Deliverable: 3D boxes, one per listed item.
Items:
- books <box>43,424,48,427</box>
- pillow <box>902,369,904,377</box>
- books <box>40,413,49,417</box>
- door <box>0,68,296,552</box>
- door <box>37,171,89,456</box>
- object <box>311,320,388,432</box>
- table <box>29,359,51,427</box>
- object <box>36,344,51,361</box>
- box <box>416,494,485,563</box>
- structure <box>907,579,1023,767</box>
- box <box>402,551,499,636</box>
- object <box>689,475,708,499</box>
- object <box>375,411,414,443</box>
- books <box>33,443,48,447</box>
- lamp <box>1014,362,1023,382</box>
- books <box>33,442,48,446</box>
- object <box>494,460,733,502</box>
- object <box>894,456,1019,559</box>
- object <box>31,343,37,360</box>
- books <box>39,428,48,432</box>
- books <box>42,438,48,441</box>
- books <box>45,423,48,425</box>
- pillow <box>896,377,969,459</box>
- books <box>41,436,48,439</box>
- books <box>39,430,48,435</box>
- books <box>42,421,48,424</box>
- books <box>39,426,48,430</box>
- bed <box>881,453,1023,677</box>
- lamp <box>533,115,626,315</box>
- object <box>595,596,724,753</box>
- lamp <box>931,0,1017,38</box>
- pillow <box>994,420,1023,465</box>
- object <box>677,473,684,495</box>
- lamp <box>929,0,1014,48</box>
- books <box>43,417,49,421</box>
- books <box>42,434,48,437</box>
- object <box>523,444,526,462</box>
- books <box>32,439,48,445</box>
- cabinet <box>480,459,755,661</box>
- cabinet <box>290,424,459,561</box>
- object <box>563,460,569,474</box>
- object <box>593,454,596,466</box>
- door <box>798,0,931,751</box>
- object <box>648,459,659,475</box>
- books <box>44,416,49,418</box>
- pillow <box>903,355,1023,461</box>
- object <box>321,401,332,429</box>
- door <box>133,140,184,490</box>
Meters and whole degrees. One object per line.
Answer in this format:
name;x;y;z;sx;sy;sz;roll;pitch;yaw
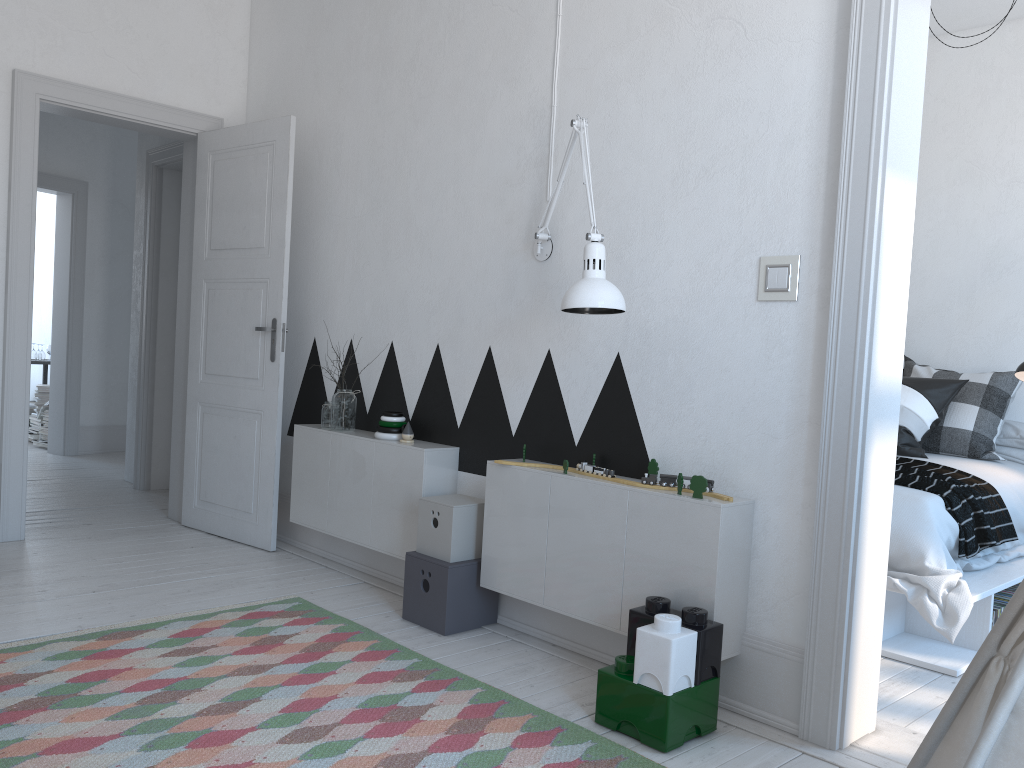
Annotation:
books;-3.785;0.357;7.440;0.263;0.017;0.167;5;2;36
pillow;1.907;0.106;5.052;0.443;0.456;0.684;1;3;-42
books;-3.790;0.265;7.446;0.330;0.025;0.176;5;2;36
door;-1.763;-0.318;4.231;1.022;2.178;1.040;1;3;-44
door;-4.030;-0.539;6.839;0.856;2.178;1.005;5;3;31
object;-0.781;-0.035;3.944;0.406;0.484;0.258;5;3;44
table;-4.477;0.125;8.101;0.602;0.703;0.637;1;3;-44
object;-4.284;-0.288;8.130;0.156;0.145;0.199;2;2;-30
box;-0.211;0.534;3.313;0.202;0.206;0.199;1;3;-44
structure;1.097;0.167;1.248;1.143;1.750;1.143;4;2;22
box;-0.226;0.766;3.310;0.254;0.259;0.250;1;3;-44
object;0.539;0.297;2.561;0.054;0.067;0.009;5;3;37
object;-0.468;0.178;3.704;0.231;0.113;0.148;5;3;35
books;-3.817;0.511;7.430;0.314;0.014;0.232;5;2;35
lamp;2.644;-0.313;4.211;0.687;0.670;0.200;2;3;-35
books;-3.813;0.497;7.426;0.308;0.014;0.232;5;2;33
object;0.317;0.284;2.858;0.902;0.047;0.111;5;3;40
object;1.209;0.454;4.210;0.619;0.322;2.047;1;3;-44
object;-4.421;-0.295;8.009;0.165;0.154;0.210;5;3;35
books;-3.810;0.388;7.441;0.288;0.016;0.182;5;2;36
books;-3.799;0.469;7.467;0.288;0.016;0.182;5;2;36
books;-3.784;0.342;7.450;0.254;0.012;0.161;5;2;36
pillow;1.915;0.133;4.597;0.434;0.420;0.684;2;3;-36
books;-3.799;0.454;7.454;0.288;0.016;0.182;5;2;36
books;-3.821;0.410;7.450;0.295;0.028;0.180;5;2;36
books;-3.796;0.329;7.451;0.285;0.012;0.159;5;2;36
books;-3.801;0.373;7.434;0.288;0.016;0.182;5;2;36
bed;1.516;0.631;4.534;2.291;0.623;2.283;1;3;-44
lamp;0.227;-0.554;2.946;0.200;0.656;0.651;3;2;-11
object;0.408;0.783;2.456;0.246;0.332;0.246;1;3;-44
lamp;2.396;-1.141;3.746;0.074;1.530;1.381;1;3;-39
pillow;2.224;0.270;5.131;0.458;0.261;1.649;1;3;-44
object;0.496;0.294;2.614;0.007;0.063;0.029;3;2;-17
lamp;2.436;-1.143;3.880;0.074;1.530;1.381;1;3;-39
books;-3.787;0.301;7.450;0.273;0.021;0.174;5;2;36
books;-3.797;0.435;7.452;0.273;0.021;0.174;5;2;36
object;0.045;0.248;3.185;0.007;0.063;0.029;4;2;8
books;-3.819;0.484;7.420;0.312;0.012;0.251;5;2;36
cabinet;0.300;0.533;2.892;0.183;0.454;0.970;1;3;-44
cabinet;-0.621;0.447;3.840;0.183;0.454;0.970;1;3;-44
object;0.178;0.274;2.933;0.006;0.046;0.037;3;2;-18
object;0.278;0.268;3.004;0.007;0.063;0.029;4;2;8
door;1.477;-0.055;2.017;1.465;2.178;0.505;5;3;30
object;0.446;0.276;2.802;0.037;0.081;0.009;5;3;39
books;-3.781;0.284;7.439;0.254;0.013;0.161;5;2;36
pillow;2.302;0.107;4.646;0.408;0.507;0.646;1;3;-44
object;-0.819;0.142;4.029;0.091;0.121;0.098;3;2;-6
door;-1.962;-0.371;5.447;0.261;2.178;0.981;1;3;-44
